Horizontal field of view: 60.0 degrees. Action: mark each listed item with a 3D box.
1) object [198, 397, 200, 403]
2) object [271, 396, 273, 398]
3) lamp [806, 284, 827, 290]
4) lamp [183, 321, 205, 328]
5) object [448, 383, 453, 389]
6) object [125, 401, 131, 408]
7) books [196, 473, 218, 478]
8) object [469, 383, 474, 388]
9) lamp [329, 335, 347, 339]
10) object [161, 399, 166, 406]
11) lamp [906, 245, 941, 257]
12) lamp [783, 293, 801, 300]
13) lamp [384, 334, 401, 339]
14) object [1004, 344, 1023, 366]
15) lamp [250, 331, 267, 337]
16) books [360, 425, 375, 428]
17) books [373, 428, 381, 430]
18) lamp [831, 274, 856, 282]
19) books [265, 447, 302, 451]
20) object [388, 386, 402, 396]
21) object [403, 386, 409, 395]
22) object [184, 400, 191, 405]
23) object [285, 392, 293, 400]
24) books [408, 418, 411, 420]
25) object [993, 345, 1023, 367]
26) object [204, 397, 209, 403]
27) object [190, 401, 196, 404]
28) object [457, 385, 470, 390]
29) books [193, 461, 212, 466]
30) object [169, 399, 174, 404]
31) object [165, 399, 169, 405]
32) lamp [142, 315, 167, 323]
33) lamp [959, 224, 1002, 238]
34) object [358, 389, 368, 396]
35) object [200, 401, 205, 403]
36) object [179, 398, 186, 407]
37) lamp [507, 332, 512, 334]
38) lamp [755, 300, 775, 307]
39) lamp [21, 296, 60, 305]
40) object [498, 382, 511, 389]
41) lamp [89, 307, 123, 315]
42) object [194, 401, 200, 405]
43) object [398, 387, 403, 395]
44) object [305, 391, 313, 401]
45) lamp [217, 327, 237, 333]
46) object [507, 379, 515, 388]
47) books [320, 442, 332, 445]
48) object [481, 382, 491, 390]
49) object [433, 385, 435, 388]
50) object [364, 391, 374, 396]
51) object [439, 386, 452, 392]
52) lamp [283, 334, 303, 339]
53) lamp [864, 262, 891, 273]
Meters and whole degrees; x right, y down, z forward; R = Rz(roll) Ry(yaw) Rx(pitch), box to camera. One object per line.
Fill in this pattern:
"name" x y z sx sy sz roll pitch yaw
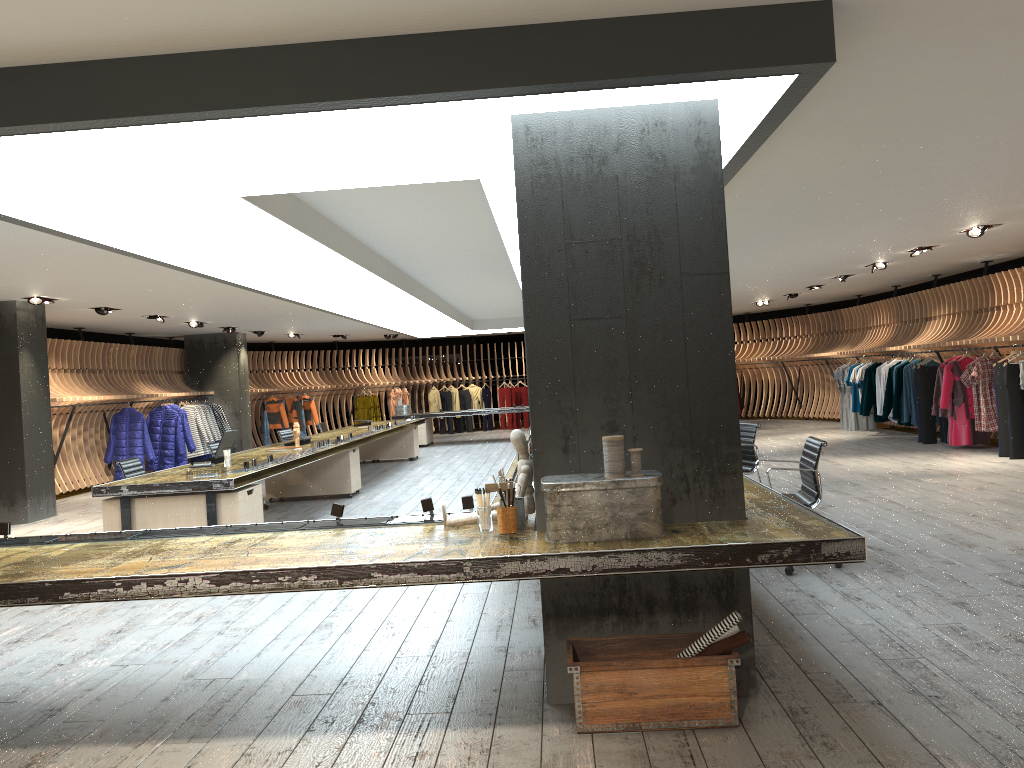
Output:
"object" -6.417 0.409 18.129 0.525 0.270 0.012 -4 -1 3
"object" -5.793 0.358 21.452 0.525 0.270 0.012 -4 -1 18
"lamp" 5.605 -1.843 16.402 0.269 0.294 0.492 -4 0 3
"lamp" -5.648 -1.136 15.836 0.269 0.286 0.492 -4 0 3
"object" -1.716 0.090 25.047 0.012 0.270 0.525 -3 0 -42
"object" -6.532 0.429 15.079 0.525 0.270 0.012 -4 -1 3
"books" -2.520 0.753 7.331 0.155 0.025 0.110 -4 0 -2
"object" -1.120 0.049 25.199 0.525 0.270 0.012 -4 -1 28
"lamp" -4.257 -1.244 21.929 0.269 0.293 0.493 -4 0 35
"object" -6.481 0.433 16.471 0.523 0.292 0.012 -4 -1 3
"lamp" 5.375 -1.808 11.623 0.269 0.296 0.492 -4 0 3
"lamp" 5.679 -1.855 17.995 0.269 0.291 0.492 -4 0 -2
"lamp" -3.136 -1.317 23.055 0.493 0.297 0.269 -4 0 -37
"object" 6.467 -0.372 11.191 0.525 0.270 0.012 -4 -1 3
"lamp" -5.435 -1.159 19.016 0.269 0.292 0.493 -4 0 9
"books" -2.476 0.726 15.107 0.213 0.026 0.366 -4 0 3
"books" -2.102 0.701 13.911 0.155 0.025 0.110 -4 0 -2
"lamp" 5.528 -1.836 14.809 0.269 0.286 0.492 -4 0 3
"books" -2.649 0.756 10.294 0.366 0.026 0.213 -4 0 13
"object" -3.221 0.184 24.372 0.525 0.270 0.012 -4 -1 38
"object" -2.970 0.168 24.502 0.012 0.270 0.525 -3 0 -32
"object" -6.388 0.429 17.486 0.518 0.313 0.012 -4 -1 3
"object" -5.516 0.341 21.976 0.525 0.270 0.012 -4 -1 23
"books" -1.947 0.678 17.286 0.155 0.025 0.110 -4 0 -2
"object" 6.469 -0.373 11.404 0.525 0.270 0.012 -4 -1 43
"object" -6.347 0.431 18.473 0.518 0.313 0.012 -4 -1 3
"object" -6.376 0.428 17.748 0.518 0.313 0.012 -4 -1 3
"object" -1.418 0.070 25.116 0.525 0.270 0.012 -4 -1 28
"books" -3.011 0.771 8.582 0.186 0.027 0.112 -4 0 -12
"object" -6.450 0.417 16.789 0.525 0.270 0.012 -4 -1 3
"object" -6.442 0.425 16.610 0.523 0.291 0.012 -4 -1 3
"lamp" -5.724 -1.121 14.243 0.269 0.294 0.492 -4 0 3
"lamp" 5.298 -1.803 10.030 0.269 0.284 0.492 -4 0 3
"object" -3.996 0.239 23.806 0.525 0.270 0.012 -4 -1 33
"object" -6.353 0.434 18.285 0.516 0.316 0.012 -4 -1 3
"object" -6.399 0.431 17.251 0.518 0.313 0.012 -4 -1 3
"lamp" -0.180 -1.508 24.114 0.493 0.296 0.269 -4 0 -4
"lamp" 5.546 -1.855 19.582 0.269 0.287 0.492 -4 0 -17
"lamp" -5.877 -1.098 11.057 0.269 0.296 0.492 -4 0 3
"object" -0.220 -0.007 25.321 0.012 0.270 0.525 -3 0 -42
"lamp" -5.801 -1.111 12.650 0.269 0.292 0.492 -4 0 3
"object" -6.367 0.426 17.927 0.518 0.313 0.012 -4 -1 3
"object" -3.119 0.178 24.434 0.012 0.270 0.525 -3 0 -27
"object" -5.235 0.319 22.440 0.525 0.270 0.012 -4 -1 33
"lamp" -5.571 -1.144 17.429 0.269 0.292 0.492 -4 0 3
"object" -0.054 -0.018 25.327 0.012 0.270 0.525 -3 0 -27
"books" -2.259 0.724 10.696 0.155 0.025 0.110 -4 0 -2
"object" -0.748 0.024 25.262 0.012 0.270 0.525 -4 0 28
"object" -2.193 0.120 24.875 0.012 0.270 0.525 -3 0 -32
"object" -3.859 0.230 23.927 0.525 0.270 0.012 -4 -1 33
"object" -1.902 0.101 24.977 0.525 0.270 0.012 -4 -1 38
"lamp" -5.042 -1.188 20.552 0.269 0.296 0.493 -4 0 22
"lamp" 5.452 -1.817 13.216 0.269 0.301 0.492 -4 0 3
